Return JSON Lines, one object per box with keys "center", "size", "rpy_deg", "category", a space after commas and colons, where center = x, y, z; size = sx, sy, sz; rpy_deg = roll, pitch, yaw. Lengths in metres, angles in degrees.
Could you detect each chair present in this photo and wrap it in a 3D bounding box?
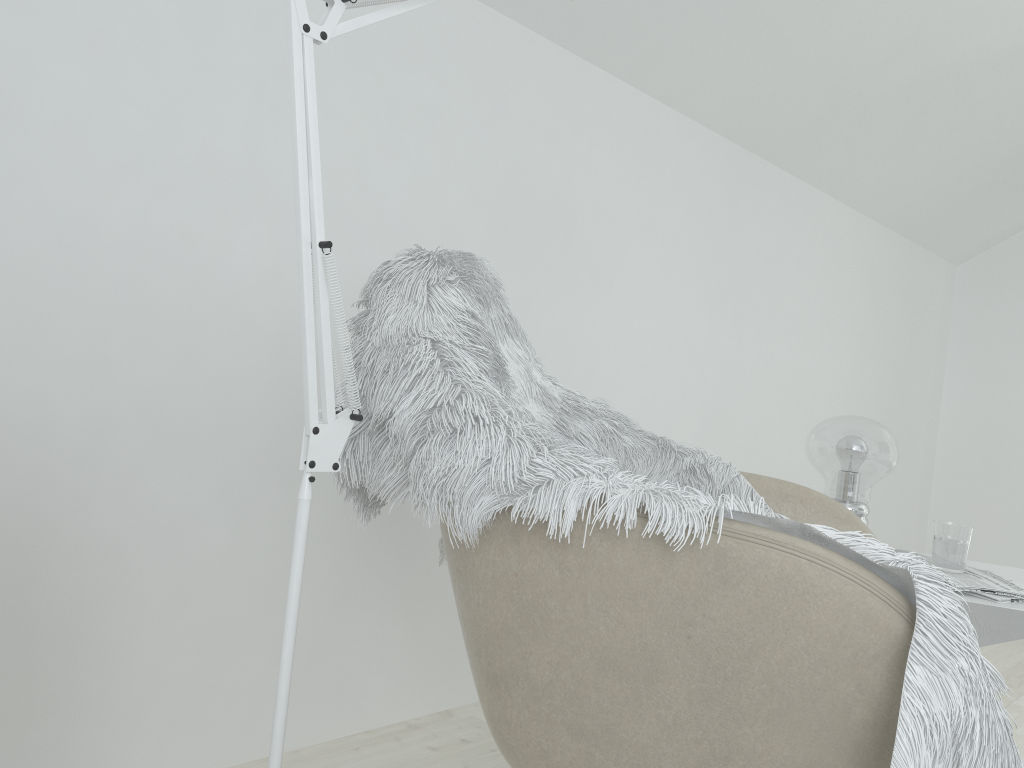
{"center": [0.186, 0.335, 1.199], "size": [0.776, 0.941, 0.719], "rpy_deg": [6, 0, 18], "category": "chair"}

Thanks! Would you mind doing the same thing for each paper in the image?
{"center": [0.791, 0.343, 1.616], "size": [0.205, 0.024, 0.312], "rpy_deg": [6, 0, 3], "category": "paper"}
{"center": [0.791, 0.347, 1.616], "size": [0.205, 0.015, 0.312], "rpy_deg": [6, 0, -32], "category": "paper"}

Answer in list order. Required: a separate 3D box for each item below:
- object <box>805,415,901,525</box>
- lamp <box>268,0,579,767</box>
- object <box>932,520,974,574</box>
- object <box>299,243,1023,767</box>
{"center": [0.694, 0.203, 1.829], "size": [0.185, 0.279, 0.185], "rpy_deg": [6, 0, 37], "category": "object"}
{"center": [-0.057, 0.090, 0.884], "size": [0.527, 1.373, 0.196], "rpy_deg": [6, 0, -43], "category": "lamp"}
{"center": [0.798, 0.297, 1.614], "size": [0.067, 0.087, 0.067], "rpy_deg": [6, 0, 40], "category": "object"}
{"center": [0.203, 0.230, 1.194], "size": [0.954, 0.789, 0.784], "rpy_deg": [6, 0, 24], "category": "object"}
